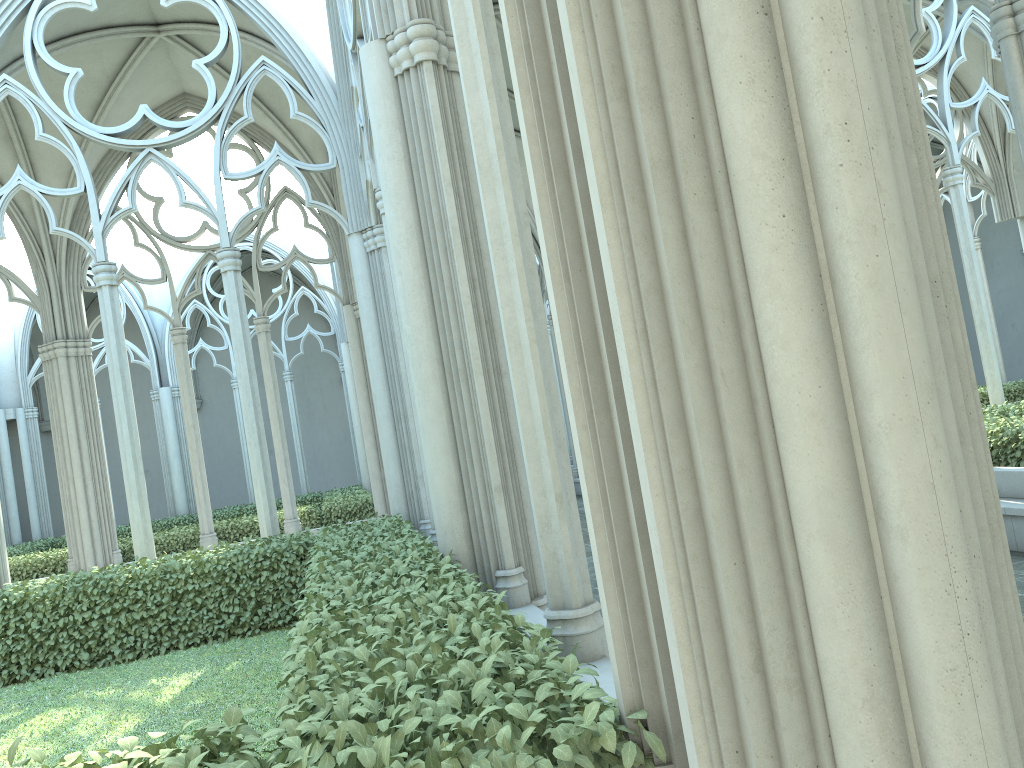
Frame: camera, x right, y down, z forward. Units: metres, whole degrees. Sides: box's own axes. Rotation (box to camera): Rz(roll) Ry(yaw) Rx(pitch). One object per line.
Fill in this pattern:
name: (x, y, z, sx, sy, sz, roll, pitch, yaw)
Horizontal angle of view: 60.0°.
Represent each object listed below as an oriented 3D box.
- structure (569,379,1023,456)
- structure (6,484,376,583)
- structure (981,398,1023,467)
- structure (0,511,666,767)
structure: (5.871, 1.234, 20.381, 7.995, 0.963, 8.018, -9, -3, -12)
structure: (-6.778, 3.186, 17.655, 7.995, 0.963, 8.018, -9, -3, -12)
structure: (8.441, 0.090, 7.623, 7.995, 0.963, 8.018, -9, -3, -12)
structure: (-4.200, 2.041, 4.899, 7.995, 0.963, 8.018, -9, -3, -12)
